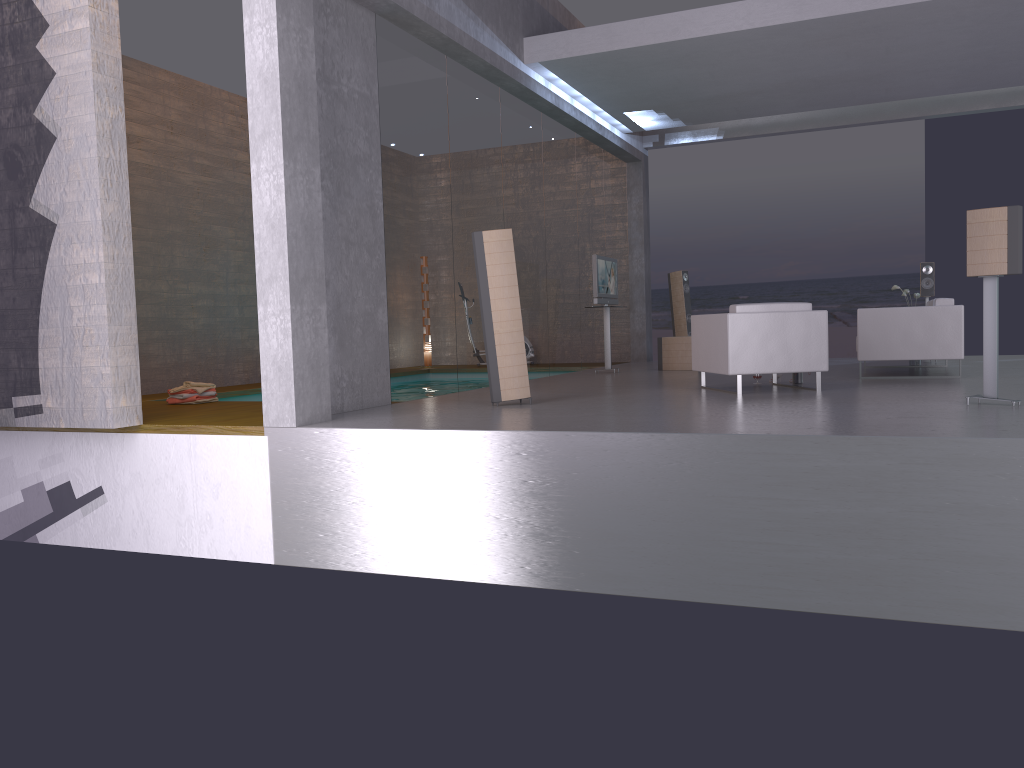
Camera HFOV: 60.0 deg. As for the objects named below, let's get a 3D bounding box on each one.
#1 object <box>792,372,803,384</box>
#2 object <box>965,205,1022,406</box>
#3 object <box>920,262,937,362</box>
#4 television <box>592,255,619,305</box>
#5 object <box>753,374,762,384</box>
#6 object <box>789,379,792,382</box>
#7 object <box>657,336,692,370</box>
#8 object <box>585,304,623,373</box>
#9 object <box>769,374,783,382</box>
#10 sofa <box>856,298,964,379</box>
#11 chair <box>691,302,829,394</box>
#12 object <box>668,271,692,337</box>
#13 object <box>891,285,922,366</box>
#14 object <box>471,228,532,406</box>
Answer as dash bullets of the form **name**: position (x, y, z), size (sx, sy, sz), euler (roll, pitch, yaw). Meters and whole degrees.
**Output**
- **object**: position (2.862, -0.219, 8.893), size (0.109, 0.435, 0.109), euler (-5, 5, -40)
- **object**: position (3.354, -0.535, 6.171), size (0.243, 1.363, 0.333), euler (-4, 4, -36)
- **object**: position (5.730, -0.984, 12.220), size (0.243, 1.363, 0.333), euler (0, 4, 29)
- **television**: position (1.284, -1.410, 12.116), size (0.054, 0.644, 1.000), euler (0, 4, 23)
- **object**: position (2.514, -0.117, 9.087), size (0.091, 0.233, 0.091), euler (-5, 5, -39)
- **object**: position (2.910, -0.060, 9.117), size (0.079, 0.087, 0.235), euler (-2, 4, 1)
- **object**: position (2.366, -0.432, 12.414), size (0.604, 0.459, 0.514), euler (0, 4, 23)
- **object**: position (1.308, -0.633, 12.168), size (0.360, 0.958, 0.818), euler (0, 4, 23)
- **object**: position (2.732, -0.059, 9.200), size (0.079, 0.087, 0.235), euler (-2, 4, -10)
- **sofa**: position (4.530, -0.547, 10.197), size (1.026, 0.824, 2.353), euler (0, 4, 23)
- **chair**: position (2.303, -0.352, 8.374), size (0.936, 0.808, 1.026), euler (-2, 4, -7)
- **object**: position (2.677, -1.051, 14.059), size (0.244, 1.469, 0.444), euler (-5, 5, -42)
- **object**: position (5.201, -0.765, 11.495), size (0.400, 1.051, 0.387), euler (-4, 4, -29)
- **object**: position (-0.097, -0.555, 7.443), size (0.444, 1.473, 0.244), euler (-3, 4, -22)
